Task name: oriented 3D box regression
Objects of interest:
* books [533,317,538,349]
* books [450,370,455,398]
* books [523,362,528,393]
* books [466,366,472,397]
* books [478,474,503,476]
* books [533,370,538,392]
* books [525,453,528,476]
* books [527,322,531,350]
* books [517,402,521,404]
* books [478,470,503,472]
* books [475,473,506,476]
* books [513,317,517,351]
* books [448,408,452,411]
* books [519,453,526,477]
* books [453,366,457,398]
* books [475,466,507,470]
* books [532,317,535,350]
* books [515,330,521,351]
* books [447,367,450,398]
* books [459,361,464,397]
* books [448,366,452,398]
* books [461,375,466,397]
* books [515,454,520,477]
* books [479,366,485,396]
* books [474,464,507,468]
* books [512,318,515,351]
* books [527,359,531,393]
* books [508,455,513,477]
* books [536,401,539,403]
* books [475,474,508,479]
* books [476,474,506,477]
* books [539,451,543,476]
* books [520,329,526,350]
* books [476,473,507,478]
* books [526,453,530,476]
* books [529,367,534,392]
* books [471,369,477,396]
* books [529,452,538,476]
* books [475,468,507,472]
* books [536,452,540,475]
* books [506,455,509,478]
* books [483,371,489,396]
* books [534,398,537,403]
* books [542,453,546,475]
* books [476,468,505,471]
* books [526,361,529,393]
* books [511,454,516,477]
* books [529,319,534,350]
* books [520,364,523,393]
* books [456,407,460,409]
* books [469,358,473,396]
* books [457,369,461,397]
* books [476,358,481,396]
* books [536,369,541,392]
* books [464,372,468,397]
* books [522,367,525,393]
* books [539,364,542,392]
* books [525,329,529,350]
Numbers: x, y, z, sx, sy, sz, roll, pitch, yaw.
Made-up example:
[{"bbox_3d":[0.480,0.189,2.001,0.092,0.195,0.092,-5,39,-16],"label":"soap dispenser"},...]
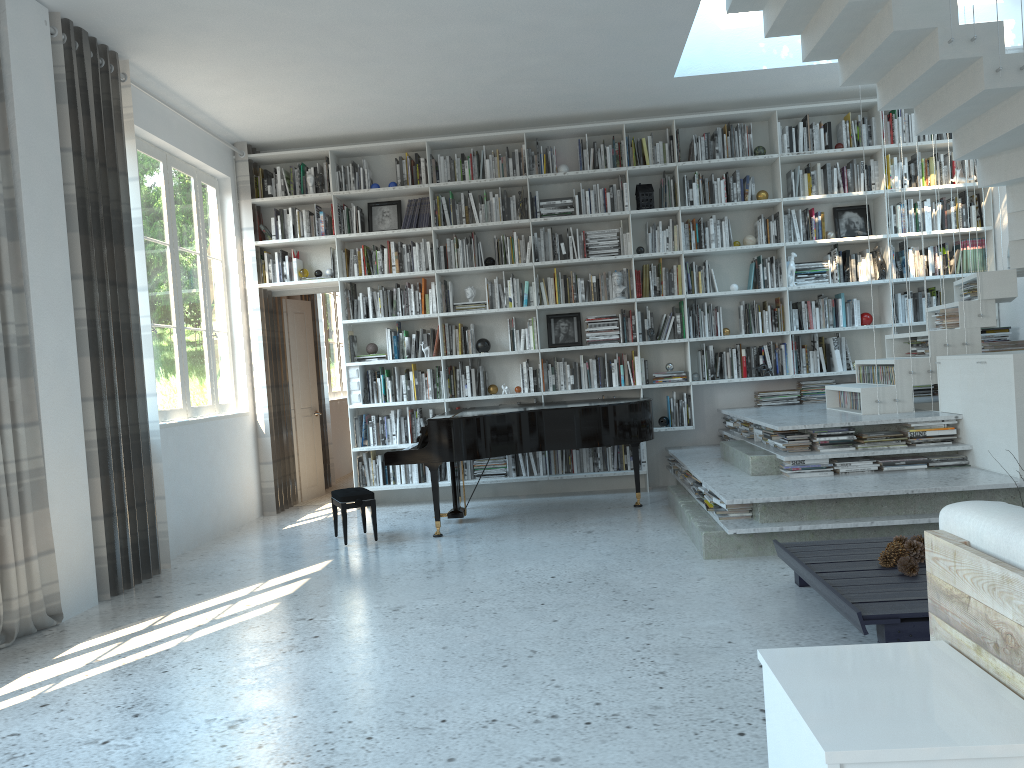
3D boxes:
[{"bbox_3d":[0.206,-0.438,7.726,0.021,0.282,0.162,-4,1,4],"label":"books"},{"bbox_3d":[-0.512,0.000,7.792,0.030,0.239,0.157,-4,1,4],"label":"books"},{"bbox_3d":[0.121,-0.059,7.749,0.027,0.269,0.158,-4,1,4],"label":"books"},{"bbox_3d":[-0.372,-0.025,7.779,0.027,0.269,0.185,-4,1,4],"label":"books"},{"bbox_3d":[-0.181,0.791,7.808,0.254,0.007,0.161,-4,1,5],"label":"books"},{"bbox_3d":[0.206,-0.028,7.765,0.031,0.195,0.142,-4,1,4],"label":"books"},{"bbox_3d":[0.128,0.684,7.770,0.011,0.232,0.174,-4,1,4],"label":"books"},{"bbox_3d":[0.153,-0.416,7.730,0.012,0.244,0.171,-4,1,4],"label":"books"},{"bbox_3d":[0.069,0.306,7.786,0.025,0.294,0.134,-4,1,4],"label":"books"},{"bbox_3d":[-0.183,0.756,7.801,0.254,0.007,0.161,-4,1,0],"label":"books"},{"bbox_3d":[-0.182,0.784,7.801,0.285,0.007,0.159,-4,1,0],"label":"books"},{"bbox_3d":[0.030,-0.434,7.752,0.012,0.298,0.166,-4,1,4],"label":"books"},{"bbox_3d":[-0.534,0.352,7.820,0.012,0.285,0.159,-4,1,4],"label":"books"},{"bbox_3d":[0.091,0.676,7.775,0.062,0.253,0.177,-4,1,4],"label":"books"},{"bbox_3d":[-0.493,-0.018,7.783,0.012,0.272,0.181,-4,1,4],"label":"books"},{"bbox_3d":[-0.184,0.736,7.797,0.285,0.007,0.159,-4,1,-1],"label":"books"},{"bbox_3d":[0.190,-0.435,7.724,0.011,0.279,0.187,-4,1,4],"label":"books"},{"bbox_3d":[0.055,-0.378,7.759,0.030,0.183,0.154,-4,1,4],"label":"books"},{"bbox_3d":[-0.547,-0.016,7.807,0.013,0.275,0.147,-4,1,4],"label":"books"},{"bbox_3d":[-0.439,-0.042,7.785,0.014,0.313,0.166,-4,1,4],"label":"books"},{"bbox_3d":[-0.535,-0.020,7.796,0.013,0.283,0.146,-4,1,4],"label":"books"},{"bbox_3d":[-0.416,0.015,7.790,0.024,0.196,0.156,-4,1,4],"label":"books"},{"bbox_3d":[0.048,0.686,7.789,0.028,0.238,0.136,-4,1,4],"label":"books"},{"bbox_3d":[-0.254,-0.029,7.770,0.027,0.261,0.163,-4,1,4],"label":"books"},{"bbox_3d":[-0.185,0.715,7.809,0.285,0.007,0.159,-4,1,4],"label":"books"},{"bbox_3d":[0.019,-0.430,7.756,0.011,0.292,0.155,-4,1,4],"label":"books"},{"bbox_3d":[0.151,-0.072,7.756,0.014,0.291,0.131,-4,1,4],"label":"books"},{"bbox_3d":[-0.011,0.677,7.793,0.031,0.266,0.144,-4,1,4],"label":"books"},{"bbox_3d":[0.234,0.297,7.762,0.021,0.290,0.160,-4,1,4],"label":"books"},{"bbox_3d":[-0.180,0.811,7.812,0.285,0.007,0.159,-4,1,4],"label":"books"},{"bbox_3d":[-0.181,0.797,7.811,0.254,0.007,0.161,-4,1,4],"label":"books"},{"bbox_3d":[0.254,0.661,7.749,0.024,0.260,0.189,-4,1,4],"label":"books"},{"bbox_3d":[0.097,-0.384,7.741,0.057,0.188,0.156,-4,1,4],"label":"books"},{"bbox_3d":[-0.181,0.805,7.802,0.254,0.007,0.161,-4,1,8],"label":"books"},{"bbox_3d":[0.137,0.662,7.761,0.012,0.275,0.180,-4,1,4],"label":"books"},{"bbox_3d":[0.174,-0.038,7.747,0.029,0.221,0.153,-4,1,4],"label":"books"},{"bbox_3d":[-0.330,-0.014,7.794,0.029,0.241,0.135,-4,1,4],"label":"books"},{"bbox_3d":[0.181,0.658,7.771,0.073,0.276,0.181,-4,1,4],"label":"books"},{"bbox_3d":[-0.183,0.749,7.800,0.285,0.007,0.159,-4,1,0],"label":"books"},{"bbox_3d":[0.232,0.663,7.781,0.025,0.259,0.132,-4,1,4],"label":"books"},{"bbox_3d":[-0.034,0.684,7.780,0.012,0.254,0.161,-4,1,4],"label":"books"},{"bbox_3d":[-0.227,-0.006,7.784,0.023,0.212,0.160,-4,1,4],"label":"books"},{"bbox_3d":[0.215,0.283,7.753,0.013,0.320,0.173,-4,1,4],"label":"books"},{"bbox_3d":[0.282,0.699,7.765,0.024,0.180,0.171,-4,1,4],"label":"books"},{"bbox_3d":[-0.183,0.742,7.807,0.254,0.007,0.161,-4,1,5],"label":"books"},{"bbox_3d":[0.140,-0.064,7.761,0.010,0.277,0.155,-4,1,4],"label":"books"},{"bbox_3d":[0.020,0.706,7.780,0.029,0.202,0.178,-4,1,4],"label":"books"},{"bbox_3d":[0.172,-0.430,7.735,0.027,0.269,0.178,-4,1,4],"label":"books"},{"bbox_3d":[0.088,-0.049,7.761,0.012,0.254,0.161,-4,1,4],"label":"books"},{"bbox_3d":[-0.463,0.346,7.812,0.013,0.288,0.160,-4,1,4],"label":"books"},{"bbox_3d":[-0.353,-0.061,7.802,0.013,0.339,0.138,-4,2,4],"label":"books"},{"bbox_3d":[-0.465,-0.008,7.789,0.042,0.248,0.162,-4,1,4],"label":"books"},{"bbox_3d":[-0.295,-0.059,7.774,0.050,0.328,0.166,-4,1,4],"label":"books"},{"bbox_3d":[0.232,-0.033,7.750,0.024,0.201,0.158,-4,1,4],"label":"books"},{"bbox_3d":[-0.394,0.004,7.784,0.021,0.215,0.172,-4,1,4],"label":"books"},{"bbox_3d":[0.103,-0.036,7.769,0.015,0.225,0.148,-4,1,4],"label":"books"},{"bbox_3d":[0.253,-0.055,7.774,0.019,0.242,0.107,-4,1,4],"label":"books"},{"bbox_3d":[0.138,-0.386,7.743,0.024,0.188,0.172,-4,1,4],"label":"books"}]
